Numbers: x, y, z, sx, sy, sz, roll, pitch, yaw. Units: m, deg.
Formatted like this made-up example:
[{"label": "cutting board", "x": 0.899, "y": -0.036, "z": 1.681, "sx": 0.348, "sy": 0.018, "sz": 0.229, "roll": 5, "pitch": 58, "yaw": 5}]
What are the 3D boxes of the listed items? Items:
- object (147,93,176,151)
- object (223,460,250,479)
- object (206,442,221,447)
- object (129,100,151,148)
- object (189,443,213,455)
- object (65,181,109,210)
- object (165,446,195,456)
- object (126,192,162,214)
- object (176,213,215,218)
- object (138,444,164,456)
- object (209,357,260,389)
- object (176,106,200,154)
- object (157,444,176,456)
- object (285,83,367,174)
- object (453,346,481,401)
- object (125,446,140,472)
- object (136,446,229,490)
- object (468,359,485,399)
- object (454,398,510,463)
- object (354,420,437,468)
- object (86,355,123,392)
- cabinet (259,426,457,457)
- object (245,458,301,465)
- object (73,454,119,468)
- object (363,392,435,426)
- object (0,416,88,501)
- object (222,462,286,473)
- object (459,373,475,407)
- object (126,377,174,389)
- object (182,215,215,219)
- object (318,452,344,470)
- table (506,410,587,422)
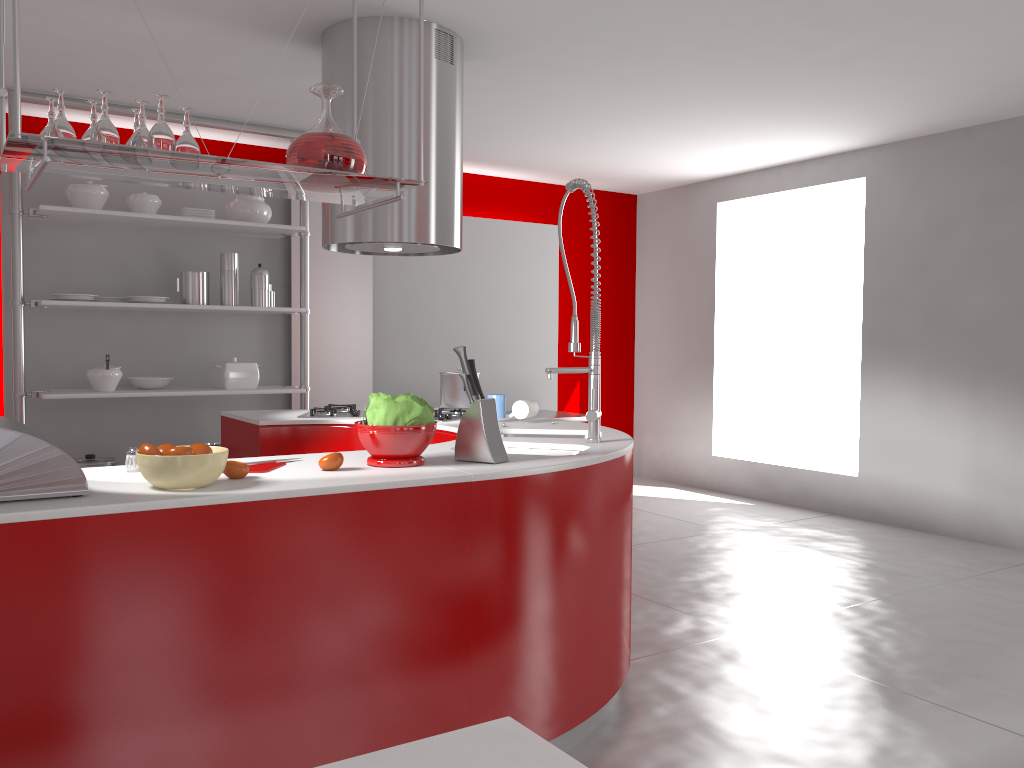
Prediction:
[{"label": "object", "x": -0.792, "y": -0.580, "z": 2.003, "sx": 0.060, "sy": 0.141, "sz": 0.060, "roll": 2, "pitch": 3, "yaw": 34}, {"label": "object", "x": -0.680, "y": 0.211, "z": 2.183, "sx": 0.065, "sy": 0.047, "sz": 0.063, "roll": -1, "pitch": 3, "yaw": -33}, {"label": "object", "x": -1.817, "y": 0.459, "z": 5.564, "sx": 0.259, "sy": 0.161, "sz": 0.240, "roll": 3, "pitch": 3, "yaw": 40}, {"label": "object", "x": -0.857, "y": -0.583, "z": 2.058, "sx": 0.060, "sy": 0.141, "sz": 0.060, "roll": -1, "pitch": 3, "yaw": -33}, {"label": "object", "x": -0.743, "y": 0.165, "z": 2.100, "sx": 0.066, "sy": 0.049, "sz": 0.062, "roll": -1, "pitch": 3, "yaw": -25}, {"label": "object", "x": -2.437, "y": -1.070, "z": 5.086, "sx": 0.231, "sy": 0.191, "sz": 0.231, "roll": 1, "pitch": 3, "yaw": 7}, {"label": "object", "x": -0.762, "y": 0.167, "z": 2.038, "sx": 0.062, "sy": 0.052, "sz": 0.065, "roll": 3, "pitch": 3, "yaw": 41}, {"label": "object", "x": -2.180, "y": -1.057, "z": 5.256, "sx": 0.192, "sy": 0.153, "sz": 0.192, "roll": 0, "pitch": 3, "yaw": -20}, {"label": "object", "x": -1.942, "y": -1.017, "z": 5.440, "sx": 0.200, "sy": 0.030, "sz": 0.200, "roll": -1, "pitch": 3, "yaw": -33}, {"label": "object", "x": -0.821, "y": 0.163, "z": 2.021, "sx": 0.066, "sy": 0.058, "sz": 0.055, "roll": 3, "pitch": 3, "yaw": 42}, {"label": "object", "x": -1.758, "y": -0.070, "z": 5.610, "sx": 0.282, "sy": 0.197, "sz": 0.235, "roll": -2, "pitch": 4, "yaw": -43}, {"label": "object", "x": -0.775, "y": -0.585, "z": 2.113, "sx": 0.060, "sy": 0.141, "sz": 0.060, "roll": -1, "pitch": 3, "yaw": -33}, {"label": "object", "x": -0.807, "y": 0.165, "z": 2.081, "sx": 0.066, "sy": 0.049, "sz": 0.062, "roll": -1, "pitch": 3, "yaw": -36}, {"label": "object", "x": -0.495, "y": -0.657, "z": 2.367, "sx": 0.213, "sy": 0.266, "sz": 0.213, "roll": 0, "pitch": 3, "yaw": -5}, {"label": "object", "x": -0.108, "y": 0.053, "z": 2.555, "sx": 0.150, "sy": 0.322, "sz": 0.014, "roll": 2, "pitch": 3, "yaw": 28}, {"label": "object", "x": -0.974, "y": 0.193, "z": 2.283, "sx": 0.043, "sy": 0.066, "sz": 0.042, "roll": 0, "pitch": 3, "yaw": -20}, {"label": "object", "x": -0.764, "y": 0.197, "z": 2.059, "sx": 0.201, "sy": 0.086, "sz": 0.201, "roll": -1, "pitch": 3, "yaw": -32}, {"label": "object", "x": -0.086, "y": 0.068, "z": 2.575, "sx": 0.130, "sy": 0.279, "sz": 0.012, "roll": 2, "pitch": 3, "yaw": 28}, {"label": "object", "x": -0.085, "y": 0.130, "z": 2.544, "sx": 0.137, "sy": 0.178, "sz": 0.091, "roll": 2, "pitch": 3, "yaw": 30}, {"label": "object", "x": -0.323, "y": 0.164, "z": 2.468, "sx": 0.228, "sy": 0.118, "sz": 0.229, "roll": 2, "pitch": 3, "yaw": 28}, {"label": "object", "x": -2.366, "y": -0.064, "z": 5.147, "sx": 0.192, "sy": 0.214, "sz": 0.192, "roll": 3, "pitch": 4, "yaw": 43}, {"label": "cabinet", "x": -0.748, "y": 0.606, "z": 2.970, "sx": 1.025, "sy": 0.761, "sz": 1.875, "roll": 1, "pitch": 3, "yaw": 12}, {"label": "object", "x": -0.709, "y": 0.214, "z": 2.396, "sx": 0.041, "sy": 0.008, "sz": 0.375, "roll": 2, "pitch": 3, "yaw": 34}, {"label": "object", "x": -2.469, "y": 0.485, "z": 5.193, "sx": 0.308, "sy": 0.130, "sz": 0.407, "roll": -1, "pitch": 3, "yaw": -26}, {"label": "object", "x": -0.314, "y": 0.111, "z": 2.471, "sx": 0.198, "sy": 0.182, "sz": 0.193, "roll": -1, "pitch": 3, "yaw": -27}, {"label": "object", "x": -1.146, "y": 0.147, "z": 1.991, "sx": 0.300, "sy": 0.170, "sz": 0.400, "roll": -1, "pitch": 3, "yaw": -33}, {"label": "object", "x": -0.744, "y": 0.222, "z": 2.352, "sx": 0.266, "sy": 0.006, "sz": 0.168, "roll": 0, "pitch": 3, "yaw": -6}, {"label": "object", "x": -0.113, "y": 0.068, "z": 2.528, "sx": 0.091, "sy": 0.197, "sz": 0.009, "roll": 2, "pitch": 3, "yaw": 28}, {"label": "object", "x": -2.213, "y": -0.004, "z": 5.426, "sx": 0.272, "sy": 0.072, "sz": 0.272, "roll": 1, "pitch": 3, "yaw": 21}, {"label": "object", "x": -1.942, "y": -1.001, "z": 5.440, "sx": 0.200, "sy": 0.030, "sz": 0.200, "roll": -1, "pitch": 3, "yaw": -33}, {"label": "object", "x": -0.477, "y": 0.204, "z": 2.340, "sx": 0.063, "sy": 0.048, "sz": 0.064, "roll": 2, "pitch": 3, "yaw": 35}, {"label": "table", "x": -0.155, "y": 0.579, "z": 6.585, "sx": 1.627, "sy": 0.682, "sz": 0.749, "roll": -1, "pitch": 3, "yaw": -32}]
